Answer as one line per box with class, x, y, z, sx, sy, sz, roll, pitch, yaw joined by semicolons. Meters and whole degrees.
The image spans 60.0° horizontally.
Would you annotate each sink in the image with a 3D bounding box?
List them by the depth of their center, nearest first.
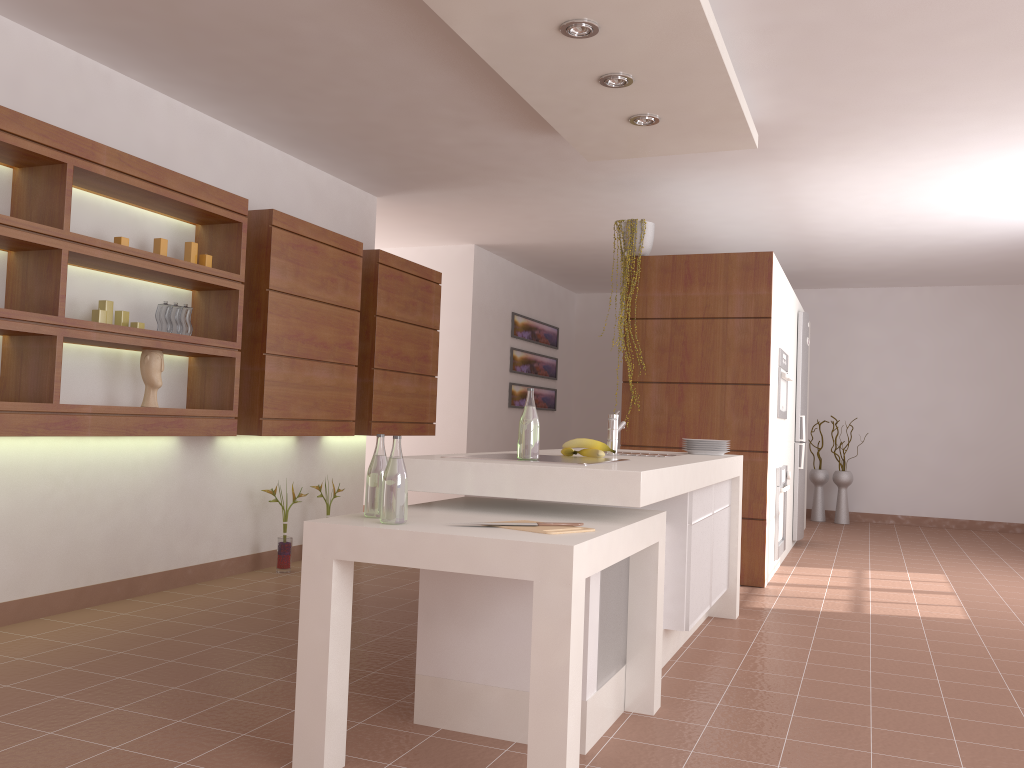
sink;0.536;0.310;4.010;0.404;0.368;0.668;1;-3;22

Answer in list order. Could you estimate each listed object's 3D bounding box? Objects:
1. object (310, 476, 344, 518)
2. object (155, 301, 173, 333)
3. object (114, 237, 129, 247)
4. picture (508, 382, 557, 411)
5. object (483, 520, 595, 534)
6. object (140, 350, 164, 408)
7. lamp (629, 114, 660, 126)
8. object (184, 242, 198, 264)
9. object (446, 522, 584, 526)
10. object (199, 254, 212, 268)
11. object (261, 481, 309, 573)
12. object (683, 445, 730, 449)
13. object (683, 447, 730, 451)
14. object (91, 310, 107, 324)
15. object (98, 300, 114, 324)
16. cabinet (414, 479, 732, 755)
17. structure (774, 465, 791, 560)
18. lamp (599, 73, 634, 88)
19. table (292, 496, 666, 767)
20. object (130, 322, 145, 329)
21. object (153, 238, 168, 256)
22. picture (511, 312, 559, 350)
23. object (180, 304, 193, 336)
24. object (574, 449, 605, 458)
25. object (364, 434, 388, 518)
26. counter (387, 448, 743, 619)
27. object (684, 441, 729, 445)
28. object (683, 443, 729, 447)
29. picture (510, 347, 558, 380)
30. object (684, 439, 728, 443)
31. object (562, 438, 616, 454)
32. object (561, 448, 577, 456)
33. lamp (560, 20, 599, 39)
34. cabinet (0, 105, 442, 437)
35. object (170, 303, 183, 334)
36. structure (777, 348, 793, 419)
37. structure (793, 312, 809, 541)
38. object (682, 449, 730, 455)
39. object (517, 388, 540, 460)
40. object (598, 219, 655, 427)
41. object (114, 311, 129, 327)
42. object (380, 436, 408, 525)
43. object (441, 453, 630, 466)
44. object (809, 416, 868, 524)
object;-1.159;0.846;5.578;0.087;0.546;0.296;1;-3;22
object;-1.648;-0.310;4.200;0.054;0.165;0.065;0;-3;38
object;-1.672;-0.610;3.796;0.044;0.049;0.044;1;-3;22
picture;0.237;0.146;9.417;0.015;0.248;1.408;1;-3;22
object;0.068;0.379;2.350;0.266;0.006;0.168;0;-3;39
object;-1.676;-0.034;4.115;0.100;0.284;0.100;4;-3;-38
lamp;0.620;-1.253;4.150;0.143;0.059;0.143;4;-3;-40
object;-1.548;-0.621;4.273;0.044;0.120;0.044;1;-3;22
object;0.012;0.370;2.345;0.375;0.008;0.041;3;-2;-11
object;-1.493;-0.592;4.319;0.044;0.070;0.044;1;-3;22
object;-1.323;0.822;5.165;0.087;0.546;0.296;0;-3;38
object;0.951;0.315;4.356;0.228;0.020;0.228;2;-2;4
object;0.951;0.325;4.355;0.228;0.020;0.228;2;-2;4
object;-1.779;-0.283;3.823;0.044;0.070;0.044;1;-3;22
object;-1.786;-0.305;3.897;0.044;0.120;0.044;1;-3;22
cabinet;0.348;0.740;3.546;0.737;0.700;2.048;1;-3;22
structure;1.828;0.855;5.987;0.058;0.592;0.596;1;-3;22
lamp;0.434;-1.280;3.688;0.143;0.059;0.143;4;-3;-40
table;-0.025;0.713;2.621;0.737;0.647;1.003;1;-3;22
object;-1.694;-0.257;4.010;0.044;0.040;0.044;1;-3;22
object;-1.607;-0.622;4.053;0.044;0.099;0.044;1;-3;22
picture;0.264;-0.553;9.447;0.015;0.248;1.408;1;-3;22
object;-1.583;-0.304;4.284;0.054;0.165;0.065;0;-3;38
object;0.305;0.263;3.369;0.060;0.033;0.207;3;-3;-23
object;-0.370;0.254;2.464;0.071;0.230;0.071;2;-2;3
counter;0.367;0.693;3.602;0.821;0.800;2.156;1;-3;22
object;0.952;0.294;4.357;0.228;0.020;0.228;2;-2;4
object;0.951;0.305;4.356;0.228;0.020;0.228;2;-2;4
picture;0.251;-0.203;9.432;0.015;0.248;1.408;1;-3;22
object;0.952;0.284;4.357;0.228;0.020;0.228;2;-2;4
object;0.297;0.236;3.399;0.207;0.055;0.047;2;-2;-1
object;0.219;0.262;3.433;0.060;0.033;0.207;2;-2;2
lamp;0.246;-1.307;3.219;0.143;0.059;0.143;2;-2;5
cabinet;-1.767;-0.353;4.467;0.754;1.200;4.718;1;-3;22
object;-1.616;-0.307;4.242;0.054;0.165;0.065;0;-3;38
structure;1.863;0.008;6.018;0.056;0.454;0.614;1;-3;22
structure;2.416;0.343;7.377;0.089;1.862;0.604;1;-3;22
object;0.950;0.335;4.355;0.228;0.020;0.228;2;-2;4
object;0.056;0.128;2.852;0.071;0.230;0.071;2;-2;3
object;0.742;-0.372;5.643;0.297;1.344;0.279;3;-3;-19
object;-1.767;-0.285;4.015;0.044;0.090;0.044;1;-3;22
object;-0.307;0.251;2.333;0.071;0.230;0.071;2;-2;3
object;0.098;0.256;3.051;0.493;0.006;0.551;1;-3;22
object;3.392;0.885;9.181;0.655;1.112;0.284;0;-3;41
